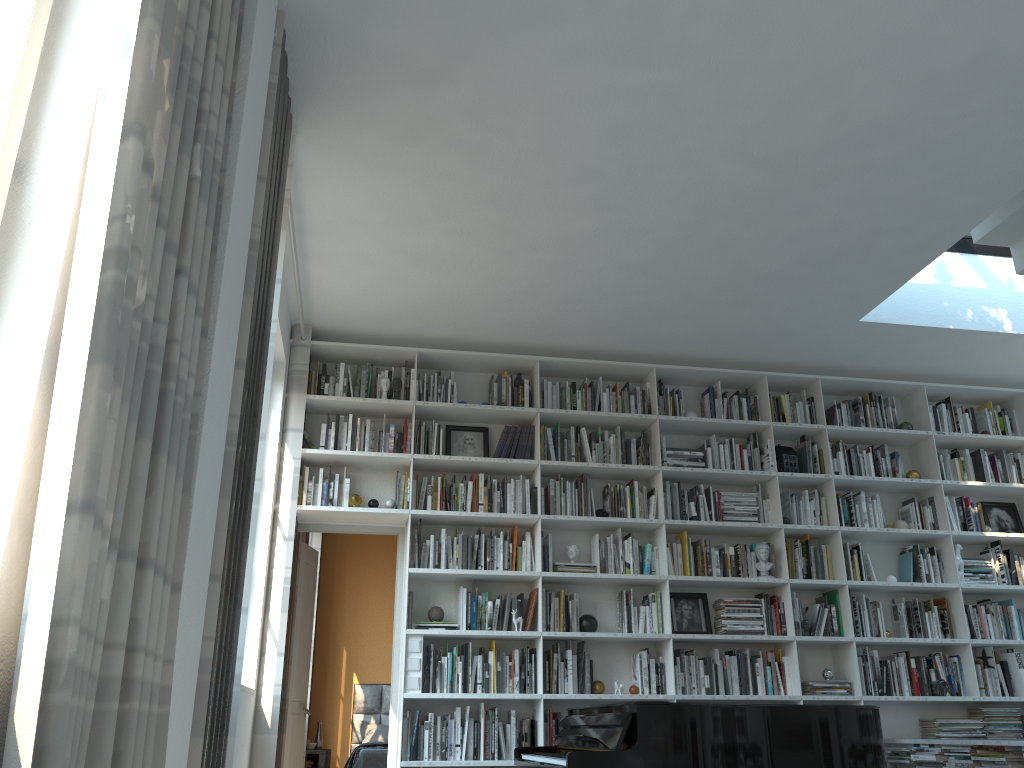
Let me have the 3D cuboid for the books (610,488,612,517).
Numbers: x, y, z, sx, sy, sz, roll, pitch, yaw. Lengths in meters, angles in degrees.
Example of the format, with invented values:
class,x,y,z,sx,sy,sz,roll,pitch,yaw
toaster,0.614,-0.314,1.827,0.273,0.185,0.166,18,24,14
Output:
class,x,y,z,sx,sy,sz,roll,pitch,yaw
books,0.663,0.848,6.079,0.005,0.238,0.146,3,-21,-9

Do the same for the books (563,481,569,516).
class,x,y,z,sx,sy,sz,roll,pitch,yaw
books,0.359,0.805,5.999,0.009,0.262,0.190,3,-21,-9

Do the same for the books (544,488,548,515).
class,x,y,z,sx,sy,sz,roll,pitch,yaw
books,0.217,0.831,6.005,0.024,0.218,0.140,3,-21,-9

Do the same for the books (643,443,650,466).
class,x,y,z,sx,sy,sz,roll,pitch,yaw
books,0.936,0.539,6.251,0.028,0.211,0.135,3,-21,-9

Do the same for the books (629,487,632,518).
class,x,y,z,sx,sy,sz,roll,pitch,yaw
books,0.793,0.845,6.091,0.017,0.252,0.140,3,-21,-9

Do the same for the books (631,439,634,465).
class,x,y,z,sx,sy,sz,roll,pitch,yaw
books,0.820,0.519,6.215,0.022,0.221,0.161,3,-21,-9

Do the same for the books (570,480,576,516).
class,x,y,z,sx,sy,sz,roll,pitch,yaw
books,0.408,0.806,6.024,0.011,0.278,0.170,3,-21,-9

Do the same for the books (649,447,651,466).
class,x,y,z,sx,sy,sz,roll,pitch,yaw
books,0.958,0.551,6.258,0.019,0.193,0.098,3,-21,-9

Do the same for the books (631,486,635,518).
class,x,y,z,sx,sy,sz,roll,pitch,yaw
books,0.810,0.844,6.087,0.006,0.252,0.181,3,-21,-9

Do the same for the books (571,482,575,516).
class,x,y,z,sx,sy,sz,roll,pitch,yaw
books,0.399,0.812,6.014,0.009,0.260,0.181,3,-21,-9

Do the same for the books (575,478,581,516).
class,x,y,z,sx,sy,sz,roll,pitch,yaw
books,0.440,0.802,6.030,0.011,0.290,0.177,3,-21,-9

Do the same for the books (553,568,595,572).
class,x,y,z,sx,sy,sz,roll,pitch,yaw
books,0.402,1.241,5.864,0.254,0.012,0.161,5,-22,-14

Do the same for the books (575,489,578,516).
class,x,y,z,sx,sy,sz,roll,pitch,yaw
books,0.420,0.837,6.007,0.011,0.208,0.182,3,-21,-9

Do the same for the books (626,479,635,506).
class,x,y,z,sx,sy,sz,roll,pitch,yaw
books,0.816,0.821,6.099,0.006,0.302,0.166,3,-21,-9

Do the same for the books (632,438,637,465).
class,x,y,z,sx,sy,sz,roll,pitch,yaw
books,0.840,0.519,6.235,0.025,0.236,0.153,3,-21,-9

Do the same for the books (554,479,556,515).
class,x,y,z,sx,sy,sz,roll,pitch,yaw
books,0.276,0.799,6.002,0.012,0.275,0.157,3,-21,-9

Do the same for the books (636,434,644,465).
class,x,y,z,sx,sy,sz,roll,pitch,yaw
books,0.883,0.502,6.229,0.055,0.262,0.167,3,-21,-9

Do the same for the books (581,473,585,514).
class,x,y,z,sx,sy,sz,roll,pitch,yaw
books,0.476,0.792,6.058,0.005,0.329,0.162,3,-21,-9

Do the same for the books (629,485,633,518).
class,x,y,z,sx,sy,sz,roll,pitch,yaw
books,0.804,0.840,6.094,0.004,0.264,0.142,3,-21,-9

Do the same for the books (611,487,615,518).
class,x,y,z,sx,sy,sz,roll,pitch,yaw
books,0.671,0.839,6.057,0.005,0.239,0.174,3,-21,-9

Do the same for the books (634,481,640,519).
class,x,y,z,sx,sy,sz,roll,pitch,yaw
books,0.832,0.831,6.095,0.022,0.283,0.190,3,-21,-9

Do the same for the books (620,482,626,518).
class,x,y,z,sx,sy,sz,roll,pitch,yaw
books,0.744,0.830,6.099,0.033,0.286,0.156,3,-21,-9

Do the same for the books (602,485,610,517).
class,x,y,z,sx,sy,sz,roll,pitch,yaw
books,0.647,0.838,6.074,0.005,0.253,0.161,3,-21,-9

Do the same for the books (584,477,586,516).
class,x,y,z,sx,sy,sz,roll,pitch,yaw
books,0.481,0.803,6.053,0.005,0.304,0.163,3,-21,-9

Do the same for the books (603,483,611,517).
class,x,y,z,sx,sy,sz,roll,pitch,yaw
books,0.654,0.831,6.087,0.012,0.274,0.129,3,-21,-9

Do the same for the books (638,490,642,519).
class,x,y,z,sx,sy,sz,roll,pitch,yaw
books,0.857,0.862,6.099,0.011,0.228,0.166,3,-21,-9

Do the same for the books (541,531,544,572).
class,x,y,z,sx,sy,sz,roll,pitch,yaw
books,0.190,1.137,5.889,0.011,0.296,0.136,3,-21,-9

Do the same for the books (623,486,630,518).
class,x,y,z,sx,sy,sz,roll,pitch,yaw
books,0.773,0.839,6.063,0.013,0.242,0.189,3,-21,-9

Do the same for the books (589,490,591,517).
class,x,y,z,sx,sy,sz,roll,pitch,yaw
books,0.511,0.848,6.048,0.012,0.217,0.151,3,-21,-9

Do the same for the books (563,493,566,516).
class,x,y,z,sx,sy,sz,roll,pitch,yaw
books,0.338,0.848,6.005,0.029,0.186,0.149,3,-21,-9

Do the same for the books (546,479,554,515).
class,x,y,z,sx,sy,sz,roll,pitch,yaw
books,0.257,0.798,6.003,0.026,0.278,0.151,3,-21,-9

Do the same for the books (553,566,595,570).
class,x,y,z,sx,sy,sz,roll,pitch,yaw
books,0.401,1.231,5.872,0.254,0.012,0.161,5,-22,-12

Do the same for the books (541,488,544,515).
class,x,y,z,sx,sy,sz,roll,pitch,yaw
books,0.191,0.827,6.003,0.029,0.224,0.137,3,-21,-9

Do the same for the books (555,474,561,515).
class,x,y,z,sx,sy,sz,roll,pitch,yaw
books,0.308,0.788,6.028,0.011,0.316,0.155,3,-21,-9

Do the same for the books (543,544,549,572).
class,x,y,z,sx,sy,sz,roll,pitch,yaw
books,0.214,1.176,5.867,0.034,0.209,0.137,3,-21,-9

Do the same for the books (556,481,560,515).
class,x,y,z,sx,sy,sz,roll,pitch,yaw
books,0.293,0.807,6.003,0.024,0.261,0.178,3,-21,-9

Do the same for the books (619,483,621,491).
class,x,y,z,sx,sy,sz,roll,pitch,yaw
books,0.728,0.830,6.084,0.005,0.274,0.157,3,-21,-9

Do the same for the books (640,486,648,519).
class,x,y,z,sx,sy,sz,roll,pitch,yaw
books,0.898,0.848,6.102,0.022,0.256,0.155,3,-21,-9

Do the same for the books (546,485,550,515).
class,x,y,z,sx,sy,sz,roll,pitch,yaw
books,0.237,0.818,6.000,0.012,0.239,0.134,3,-21,-9

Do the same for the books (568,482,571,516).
class,x,y,z,sx,sy,sz,roll,pitch,yaw
books,0.369,0.812,6.000,0.012,0.250,0.184,3,-21,-9

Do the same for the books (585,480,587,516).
class,x,y,z,sx,sy,sz,roll,pitch,yaw
books,0.486,0.813,6.047,0.004,0.283,0.167,3,-21,-9

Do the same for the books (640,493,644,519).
class,x,y,z,sx,sy,sz,roll,pitch,yaw
books,0.874,0.869,6.100,0.024,0.215,0.142,3,-21,-9

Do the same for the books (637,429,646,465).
class,x,y,z,sx,sy,sz,roll,pitch,yaw
books,0.898,0.485,6.238,0.058,0.301,0.175,3,-21,-9

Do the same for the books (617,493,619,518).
class,x,y,z,sx,sy,sz,roll,pitch,yaw
books,0.704,0.865,6.068,0.011,0.199,0.163,3,-21,-9

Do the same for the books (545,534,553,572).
class,x,y,z,sx,sy,sz,roll,pitch,yaw
books,0.242,1.144,5.878,0.021,0.276,0.137,3,-21,-9

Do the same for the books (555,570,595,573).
class,x,y,z,sx,sy,sz,roll,pitch,yaw
books,0.401,1.253,5.861,0.254,0.012,0.161,5,-22,-13

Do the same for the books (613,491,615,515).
class,x,y,z,sx,sy,sz,roll,pitch,yaw
books,0.677,0.857,6.070,0.013,0.215,0.150,3,-21,-9

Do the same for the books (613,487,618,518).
class,x,y,z,sx,sy,sz,roll,pitch,yaw
books,0.691,0.839,6.051,0.005,0.235,0.179,3,-21,-9

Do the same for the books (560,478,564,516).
class,x,y,z,sx,sy,sz,roll,pitch,yaw
books,0.321,0.796,6.004,0.010,0.282,0.184,3,-21,-9

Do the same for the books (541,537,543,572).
class,x,y,z,sx,sy,sz,roll,pitch,yaw
books,0.176,1.149,5.863,0.024,0.256,0.134,3,-21,-9

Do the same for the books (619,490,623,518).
class,x,y,z,sx,sy,sz,roll,pitch,yaw
books,0.726,0.850,6.052,0.006,0.215,0.182,3,-21,-9

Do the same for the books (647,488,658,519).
class,x,y,z,sx,sy,sz,roll,pitch,yaw
books,0.944,0.853,6.086,0.064,0.236,0.209,3,-21,-9

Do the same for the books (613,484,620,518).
class,x,y,z,sx,sy,sz,roll,pitch,yaw
books,0.713,0.837,6.089,0.009,0.265,0.150,3,-21,-9

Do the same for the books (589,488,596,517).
class,x,y,z,sx,sy,sz,roll,pitch,yaw
books,0.537,0.840,6.046,0.031,0.231,0.148,3,-21,-9

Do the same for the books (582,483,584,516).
class,x,y,z,sx,sy,sz,roll,pitch,yaw
books,0.465,0.820,6.034,0.010,0.260,0.158,3,-21,-9

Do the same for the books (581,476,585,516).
class,x,y,z,sx,sy,sz,roll,pitch,yaw
books,0.470,0.799,6.057,0.005,0.315,0.157,3,-21,-9

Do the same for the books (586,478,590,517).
class,x,y,z,sx,sy,sz,roll,pitch,yaw
books,0.496,0.805,6.032,0.011,0.286,0.189,3,-21,-9

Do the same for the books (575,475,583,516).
class,x,y,z,sx,sy,sz,roll,pitch,yaw
books,0.457,0.794,6.050,0.004,0.319,0.153,3,-21,-9

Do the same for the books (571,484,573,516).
class,x,y,z,sx,sy,sz,roll,pitch,yaw
books,0.386,0.820,6.026,0.011,0.254,0.152,3,-21,-9
